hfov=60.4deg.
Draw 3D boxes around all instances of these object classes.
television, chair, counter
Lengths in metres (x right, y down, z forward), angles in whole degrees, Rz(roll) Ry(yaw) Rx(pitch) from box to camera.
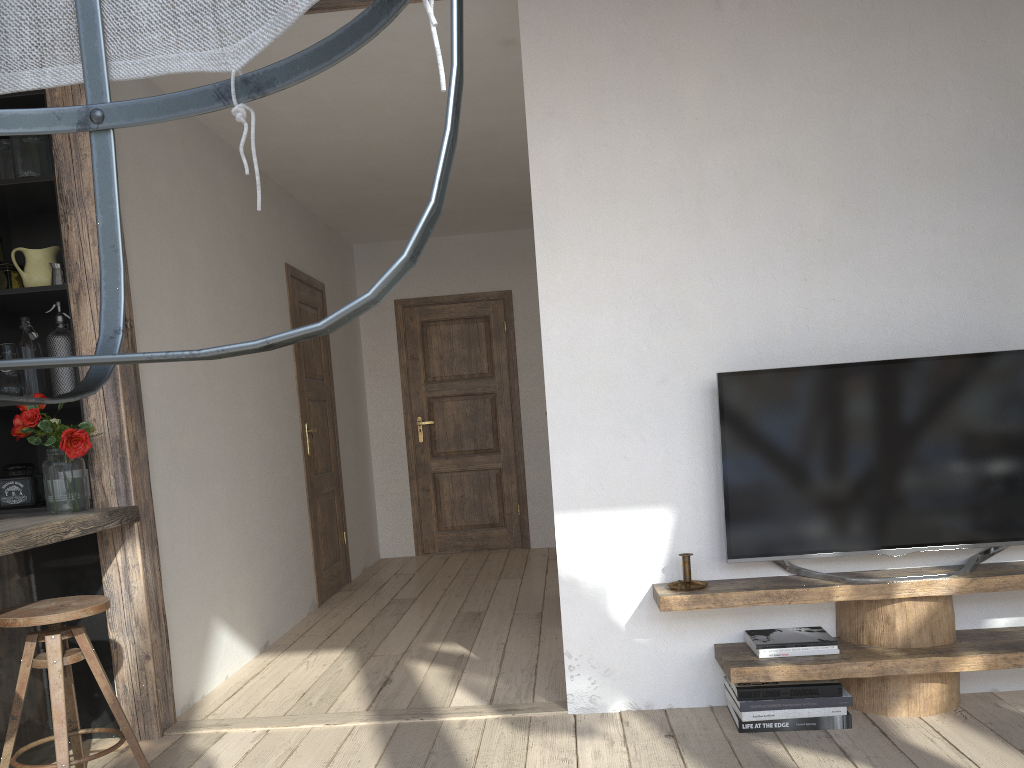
[{"bbox_3d":[1.242,0.275,2.873,1.103,0.712,0.205,-4,4,4],"label":"television"},{"bbox_3d":[-1.361,0.967,2.674,0.342,0.600,0.338,-3,3,23],"label":"chair"},{"bbox_3d":[-2.521,0.877,1.351,2.242,0.857,3.798,-4,-2,3],"label":"counter"}]

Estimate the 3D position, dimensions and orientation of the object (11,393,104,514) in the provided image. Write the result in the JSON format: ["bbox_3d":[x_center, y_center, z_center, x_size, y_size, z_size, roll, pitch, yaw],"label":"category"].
[{"bbox_3d":[-1.545,0.233,3.007,0.312,0.418,0.249,-3,3,36],"label":"object"}]

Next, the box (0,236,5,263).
[{"bbox_3d":[-1.905,-0.487,3.204,0.082,0.114,0.082,-5,3,-17],"label":"box"}]

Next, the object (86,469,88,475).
[{"bbox_3d":[-1.612,0.365,3.298,0.162,0.085,0.161,-4,-1,17],"label":"object"}]

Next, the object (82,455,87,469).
[{"bbox_3d":[-1.727,0.354,3.443,0.124,0.208,0.124,-5,3,-10],"label":"object"}]

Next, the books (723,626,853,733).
[{"bbox_3d":[0.902,0.974,2.912,0.360,0.266,0.289,-4,1,3],"label":"books"}]

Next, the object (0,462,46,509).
[{"bbox_3d":[-1.823,0.375,3.271,0.134,0.166,0.133,-4,2,-7],"label":"object"}]

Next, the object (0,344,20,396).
[{"bbox_3d":[-1.876,-0.038,3.297,0.132,0.222,0.131,-3,3,15],"label":"object"}]

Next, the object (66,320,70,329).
[{"bbox_3d":[-1.675,-0.092,3.315,0.085,0.304,0.086,-8,6,-40],"label":"object"}]

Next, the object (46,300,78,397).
[{"bbox_3d":[-1.616,-0.126,3.177,0.109,0.353,0.107,-1,5,33],"label":"object"}]

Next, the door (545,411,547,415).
[{"bbox_3d":[0.218,0.193,4.717,0.082,2.086,0.834,-4,4,3],"label":"door"}]

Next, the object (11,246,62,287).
[{"bbox_3d":[-1.726,-0.416,3.220,0.149,0.171,0.135,-5,2,-10],"label":"object"}]

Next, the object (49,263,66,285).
[{"bbox_3d":[-1.611,-0.390,3.157,0.093,0.097,0.074,-4,2,4],"label":"object"}]

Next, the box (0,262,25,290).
[{"bbox_3d":[-1.842,-0.378,3.219,0.083,0.114,0.082,-4,3,13],"label":"box"}]

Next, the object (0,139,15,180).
[{"bbox_3d":[-1.806,-0.786,3.192,0.126,0.174,0.125,-2,3,43],"label":"object"}]

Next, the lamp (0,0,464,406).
[{"bbox_3d":[-0.277,-0.943,0.168,0.407,1.910,0.396,0,6,44],"label":"lamp"}]

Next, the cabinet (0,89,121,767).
[{"bbox_3d":[-2.640,0.060,1.487,2.094,2.520,4.197,-4,0,3],"label":"cabinet"}]

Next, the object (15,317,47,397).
[{"bbox_3d":[-1.757,-0.091,3.205,0.086,0.304,0.085,-5,4,-5],"label":"object"}]

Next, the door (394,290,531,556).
[{"bbox_3d":[-0.394,0.331,7.047,0.942,2.086,0.081,-4,5,4],"label":"door"}]

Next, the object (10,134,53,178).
[{"bbox_3d":[-1.690,-0.815,3.094,0.125,0.208,0.124,-4,3,8],"label":"object"}]

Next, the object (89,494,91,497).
[{"bbox_3d":[-1.608,0.424,3.304,0.213,0.024,0.215,-3,-2,-29],"label":"object"}]

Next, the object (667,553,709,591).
[{"bbox_3d":[0.585,0.625,2.943,0.139,0.113,0.139,-4,1,-14],"label":"object"}]

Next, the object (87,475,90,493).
[{"bbox_3d":[-1.611,0.384,3.300,0.162,0.085,0.161,-4,-1,17],"label":"object"}]

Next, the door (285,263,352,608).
[{"bbox_3d":[-1.231,0.339,5.665,0.082,2.086,0.834,-4,4,3],"label":"door"}]

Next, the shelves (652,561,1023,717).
[{"bbox_3d":[1.293,0.853,2.878,1.603,0.454,0.328,-4,2,4],"label":"shelves"}]

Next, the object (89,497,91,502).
[{"bbox_3d":[-1.607,0.432,3.304,0.213,0.024,0.215,-3,-3,-39],"label":"object"}]
